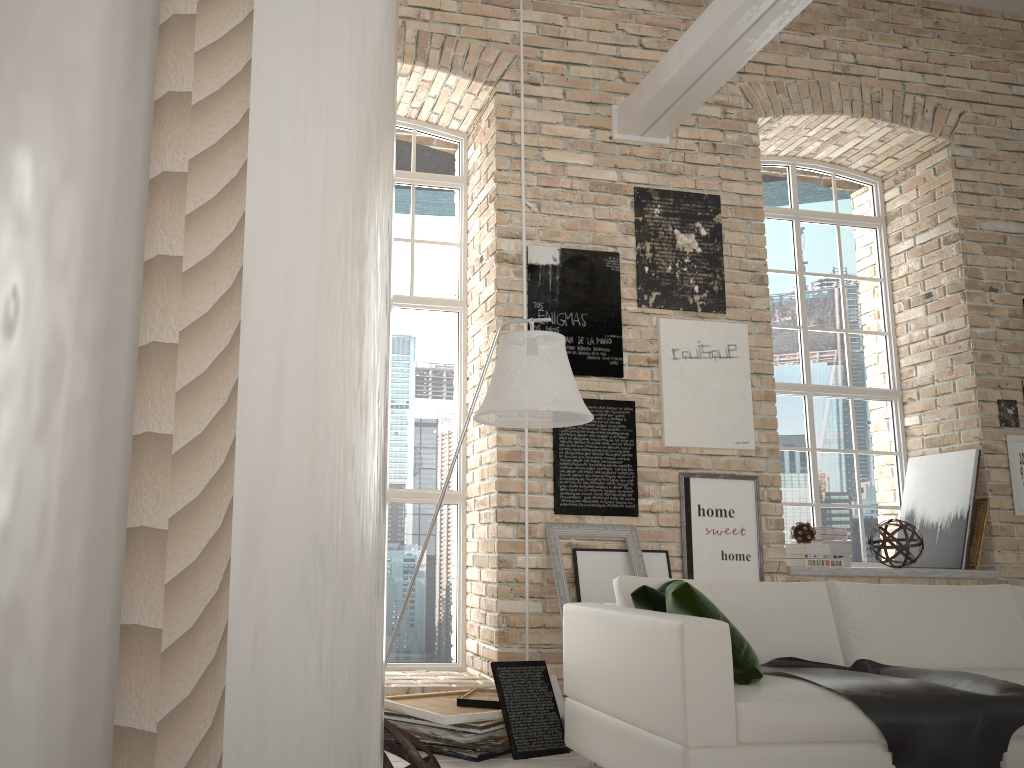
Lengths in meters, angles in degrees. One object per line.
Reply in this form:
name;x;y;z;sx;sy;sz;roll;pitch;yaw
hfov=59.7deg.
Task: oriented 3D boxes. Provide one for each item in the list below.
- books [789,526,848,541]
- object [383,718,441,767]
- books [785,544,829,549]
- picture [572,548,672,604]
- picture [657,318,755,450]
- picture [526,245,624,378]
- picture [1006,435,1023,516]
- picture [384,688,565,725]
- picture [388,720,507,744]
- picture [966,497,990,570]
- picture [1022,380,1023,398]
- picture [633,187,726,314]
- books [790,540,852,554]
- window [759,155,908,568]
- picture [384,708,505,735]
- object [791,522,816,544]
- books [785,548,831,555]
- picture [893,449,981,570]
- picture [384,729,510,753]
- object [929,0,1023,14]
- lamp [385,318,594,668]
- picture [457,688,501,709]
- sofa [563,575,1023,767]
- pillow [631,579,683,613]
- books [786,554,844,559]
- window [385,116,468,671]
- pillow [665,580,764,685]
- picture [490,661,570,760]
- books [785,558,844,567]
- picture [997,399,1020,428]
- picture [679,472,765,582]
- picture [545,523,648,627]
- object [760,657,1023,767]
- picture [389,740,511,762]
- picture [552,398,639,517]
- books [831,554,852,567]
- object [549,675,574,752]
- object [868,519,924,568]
books;2.007;0.978;5.833;0.286;0.085;0.243;8;-13;-33
object;-0.388;0.961;1.906;0.503;0.543;0.579;9;-14;-38
books;1.813;0.997;5.492;0.175;0.030;0.184;6;-12;-25
picture;0.641;1.214;4.991;0.562;0.569;0.150;3;-11;-11
picture;1.174;0.000;5.400;0.575;0.785;0.037;2;-11;-10
picture;0.376;-0.433;5.340;0.576;0.786;0.037;2;-11;-10
picture;3.347;0.586;5.700;0.357;0.514;0.013;2;-11;-10
picture;-0.185;1.542;4.306;0.734;0.048;0.625;9;-14;-36
picture;-0.167;1.622;4.319;0.731;0.048;0.627;12;-15;-43
picture;2.874;0.963;5.697;0.168;0.460;0.373;3;-12;-17
picture;3.443;0.133;5.811;0.224;0.306;0.015;2;-11;-10
picture;1.041;-0.832;5.560;0.574;0.784;0.037;2;-11;-10
books;2.015;1.064;5.825;0.229;0.088;0.329;5;-12;-20
window;3.860;-1.242;0.919;1.386;2.990;11.770;3;-11;-17
picture;-0.194;1.583;4.326;0.625;0.048;0.734;-6;-13;33
object;1.818;0.930;5.559;0.147;0.137;0.138;-2;-11;13
books;1.806;1.031;5.484;0.193;0.041;0.204;7;-12;-27
picture;2.794;0.834;5.873;0.238;0.764;0.605;3;-11;-16
picture;-0.207;1.661;4.323;0.617;0.048;0.744;-3;-12;21
object;3.439;-1.304;0.882;9.862;4.801;12.187;4;-11;-14
lamp;-0.186;0.630;3.386;1.050;1.776;0.429;-4;-12;21
picture;-0.085;1.531;4.355;0.300;0.048;0.373;-1;-11;13
sofa;2.125;1.148;3.127;3.197;0.842;2.228;4;-11;-12
pillow;0.674;0.973;3.571;0.333;0.365;0.386;-6;-13;31
books;1.841;1.061;5.472;0.262;0.024;0.226;5;-12;-17
window;0.771;-1.090;0.298;1.386;3.657;11.770;3;-11;-17
pillow;0.733;0.905;3.298;0.314;0.344;0.404;-2;-11;10
picture;0.082;1.480;4.066;0.310;0.405;0.204;8;-14;-34
books;1.839;1.096;5.464;0.267;0.048;0.226;4;-12;-17
picture;3.203;0.190;5.754;0.132;0.179;0.008;1;-11;-5
picture;1.234;0.906;5.233;0.506;0.756;0.012;2;-11;-10
picture;0.493;1.066;4.922;0.531;0.583;0.290;3;-11;-12
object;1.355;1.301;3.320;0.868;0.464;0.800;4;-12;-15
picture;-0.188;1.691;4.285;0.626;0.048;0.734;-7;-14;35
picture;0.479;0.426;5.204;0.498;0.681;0.066;2;-11;-10
books;2.015;1.145;5.807;0.234;0.088;0.323;3;-11;-10
object;0.152;1.529;4.112;0.253;0.331;0.165;8;-14;-34
object;2.409;1.003;5.602;0.292;0.308;0.320;5;-12;-23
